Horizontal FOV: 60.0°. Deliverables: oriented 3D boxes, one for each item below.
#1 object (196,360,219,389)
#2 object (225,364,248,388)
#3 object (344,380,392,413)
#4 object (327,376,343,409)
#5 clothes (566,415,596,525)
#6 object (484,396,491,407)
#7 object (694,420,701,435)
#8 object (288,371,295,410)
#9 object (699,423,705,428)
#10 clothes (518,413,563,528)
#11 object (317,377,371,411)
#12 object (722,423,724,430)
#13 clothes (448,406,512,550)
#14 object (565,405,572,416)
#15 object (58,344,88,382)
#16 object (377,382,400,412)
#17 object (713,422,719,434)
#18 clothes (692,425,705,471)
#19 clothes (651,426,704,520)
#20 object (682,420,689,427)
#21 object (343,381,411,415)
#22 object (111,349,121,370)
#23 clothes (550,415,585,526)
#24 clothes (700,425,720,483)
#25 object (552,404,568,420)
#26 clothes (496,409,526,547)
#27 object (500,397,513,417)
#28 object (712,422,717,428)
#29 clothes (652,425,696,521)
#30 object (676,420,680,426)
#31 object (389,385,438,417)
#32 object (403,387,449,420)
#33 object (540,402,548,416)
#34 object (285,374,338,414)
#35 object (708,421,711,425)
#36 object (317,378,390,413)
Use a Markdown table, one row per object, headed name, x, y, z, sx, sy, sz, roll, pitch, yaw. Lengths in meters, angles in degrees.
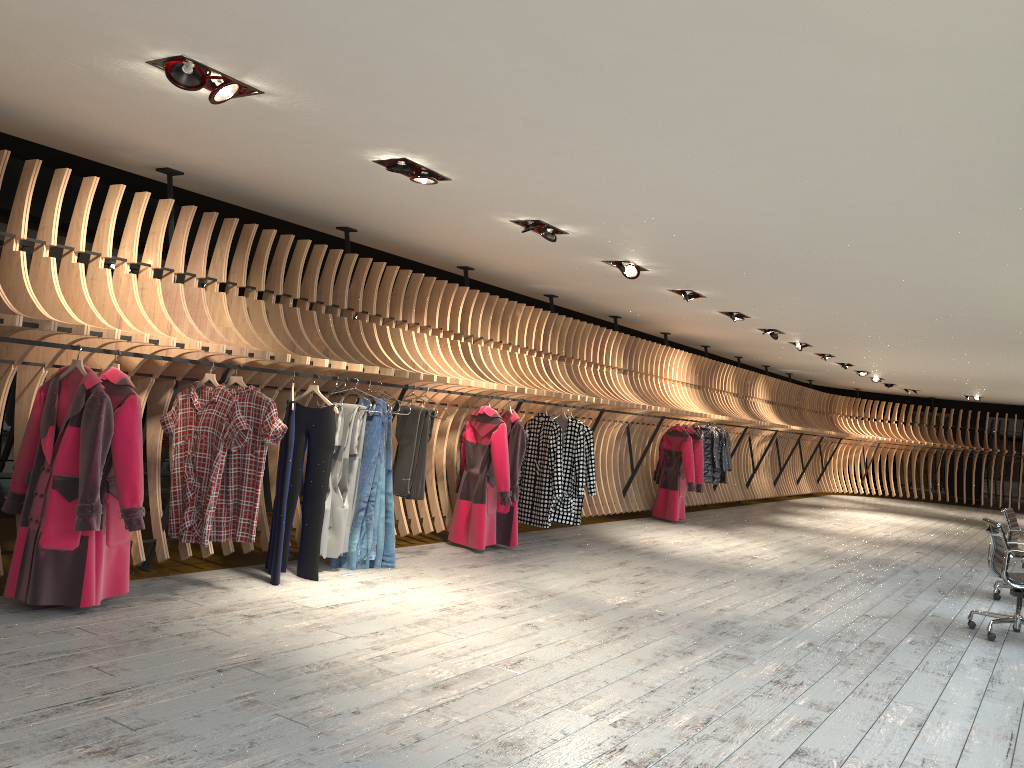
| name | x | y | z | sx | sy | sz | roll | pitch | yaw |
| --- | --- | --- | --- | --- | --- | --- | --- | --- | --- |
| object | -1.920 | -0.016 | 5.630 | 0.525 | 0.270 | 0.012 | 5 | -3 | 32 |
| object | -1.802 | 0.009 | 5.806 | 0.524 | 0.286 | 0.015 | 5 | -3 | 17 |
| object | -1.122 | 0.089 | 6.904 | 0.549 | 0.243 | 0.023 | 4 | -3 | 39 |
| object | -1.311 | 0.060 | 6.597 | 0.023 | 0.243 | 0.549 | 7 | -2 | -21 |
| clothes | 0.570 | 0.923 | 9.640 | 0.773 | 1.161 | 0.191 | 5 | -3 | 23 |
| object | -0.240 | 0.236 | 8.341 | 0.012 | 0.270 | 0.525 | 8 | -3 | -38 |
| object | 2.690 | 0.637 | 12.969 | 0.010 | 0.226 | 0.440 | 6 | -2 | -8 |
| object | -1.545 | 0.042 | 6.235 | 0.012 | 0.270 | 0.525 | 7 | -2 | -18 |
| object | 2.814 | 0.655 | 13.170 | 0.440 | 0.226 | 0.010 | 5 | -3 | 22 |
| clothes | 0.296 | 0.883 | 9.205 | 0.191 | 1.161 | 0.773 | 8 | -3 | -37 |
| object | -1.260 | 0.071 | 6.678 | 0.549 | 0.250 | 0.023 | 5 | -3 | 34 |
| object | 3.312 | 0.732 | 13.961 | 0.010 | 0.226 | 0.440 | 7 | -2 | -18 |
| clothes | -0.278 | 0.859 | 8.319 | 0.320 | 1.313 | 0.840 | 8 | -3 | -38 |
| object | 0.602 | 0.358 | 9.654 | 0.525 | 0.270 | 0.012 | 5 | -3 | 22 |
| object | -2.394 | -0.084 | 4.877 | 0.525 | 0.270 | 0.012 | 5 | -3 | 32 |
| object | -1.013 | 0.114 | 7.103 | 0.023 | 0.257 | 0.548 | 7 | -2 | -32 |
| object | 3.067 | 0.695 | 13.543 | 0.010 | 0.226 | 0.440 | 7 | -2 | -33 |
| clothes | 2.676 | 1.028 | 12.931 | 0.166 | 0.854 | 0.745 | 6 | -2 | -13 |
| clothes | 2.366 | 1.252 | 12.644 | 0.840 | 1.318 | 0.318 | 4 | -3 | 40 |
| object | 2.455 | 0.639 | 12.632 | 0.523 | 0.291 | 0.015 | 4 | -3 | 42 |
| object | -1.060 | 0.099 | 6.991 | 0.549 | 0.243 | 0.023 | 6 | -3 | 4 |
| object | -2.282 | -0.067 | 5.095 | 0.525 | 0.270 | 0.012 | 4 | -3 | 42 |
| clothes | 0.440 | 0.905 | 9.458 | 0.773 | 1.161 | 0.191 | 4 | -3 | 33 |
| clothes | 2.849 | 1.038 | 13.152 | 0.501 | 0.854 | 0.244 | 5 | -3 | 17 |
| object | 0.522 | 0.345 | 9.491 | 0.525 | 0.270 | 0.012 | 5 | -3 | 32 |
| clothes | -0.126 | 0.882 | 8.563 | 0.320 | 1.313 | 0.840 | 7 | -3 | -28 |
| object | -0.039 | 0.264 | 8.593 | 0.012 | 0.270 | 0.525 | 7 | -2 | -28 |
| object | 3.105 | 0.709 | 13.660 | 0.438 | 0.244 | 0.010 | 5 | -3 | 32 |
| clothes | 2.278 | 1.231 | 12.372 | 0.320 | 1.313 | 0.840 | 7 | -3 | -28 |
| object | 2.316 | 0.608 | 12.398 | 0.012 | 0.270 | 0.525 | 7 | -2 | -28 |
| object | -0.826 | 0.131 | 7.367 | 0.549 | 0.243 | 0.023 | 5 | -3 | 34 |
| object | -0.750 | 0.153 | 7.544 | 0.547 | 0.262 | 0.023 | 5 | -3 | 34 |
| object | 0.326 | 0.318 | 9.232 | 0.012 | 0.270 | 0.525 | 8 | -3 | -38 |
| object | -1.439 | 0.058 | 6.419 | 0.525 | 0.270 | 0.012 | 5 | -3 | 32 |
| object | 2.958 | 0.683 | 13.426 | 0.016 | 0.242 | 0.439 | 7 | -2 | -32 |
| object | -1.201 | 0.075 | 6.769 | 0.549 | 0.243 | 0.023 | 6 | -3 | -6 |
